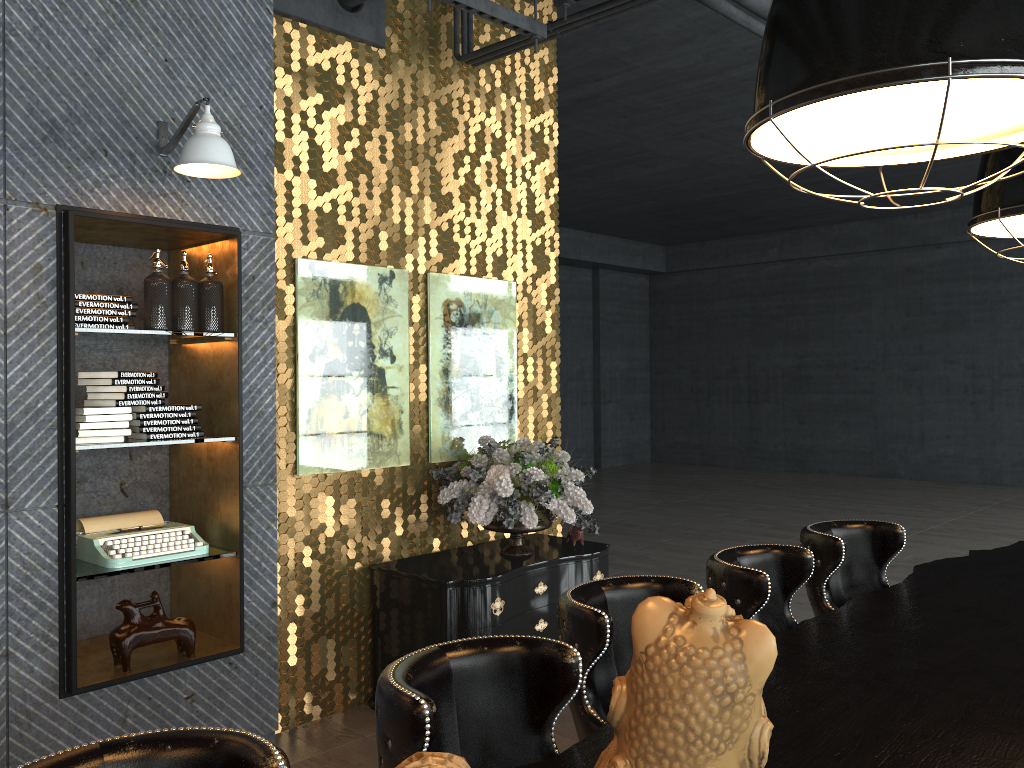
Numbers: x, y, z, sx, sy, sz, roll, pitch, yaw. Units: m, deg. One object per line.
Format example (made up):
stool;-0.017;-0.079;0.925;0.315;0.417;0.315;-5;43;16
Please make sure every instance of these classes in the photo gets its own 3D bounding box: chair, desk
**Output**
chair;1.428;1.114;3.458;0.504;1.092;0.568;0;0;-38
chair;-0.532;1.140;1.281;0.504;1.092;0.568;0;0;-38
chair;0.939;1.121;2.930;0.568;1.092;0.504;-1;0;36
chair;0.006;1.133;1.820;0.568;1.092;0.504;-1;0;45
desk;0.199;1.228;1.049;1.433;0.927;7.594;0;0;43
chair;0.414;1.127;2.442;0.504;1.092;0.568;0;0;-45

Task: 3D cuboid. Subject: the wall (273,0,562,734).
wall;-0.526;-0.482;4.968;0.024;4.383;2.445;-1;0;43

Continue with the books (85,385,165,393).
books;-1.588;0.019;3.649;0.193;0.028;0.245;0;0;13

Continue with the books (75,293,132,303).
books;-1.686;-0.340;3.560;0.245;0.028;0.193;-1;0;-44

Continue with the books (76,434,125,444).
books;-1.672;0.218;3.548;0.193;0.028;0.245;-1;0;-32

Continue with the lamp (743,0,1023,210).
lamp;0.761;-1.507;1.728;0.621;2.303;0.621;-1;0;-2

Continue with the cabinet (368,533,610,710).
cabinet;-0.054;1.311;4.885;0.710;0.738;1.385;-1;0;43

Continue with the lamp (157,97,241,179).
lamp;-1.219;-0.950;3.472;0.243;0.287;0.489;0;0;-31

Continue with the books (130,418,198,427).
books;-1.491;0.159;3.758;0.245;0.028;0.193;-1;0;-45

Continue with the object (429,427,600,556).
object;0.003;0.609;4.930;0.875;0.663;0.847;-1;0;-16

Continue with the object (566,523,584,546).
object;0.368;0.856;5.177;0.082;0.165;0.173;0;0;-22

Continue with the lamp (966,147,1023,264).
lamp;1.764;-1.520;2.789;0.621;2.303;0.621;-1;0;-2

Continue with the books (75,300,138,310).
books;-1.671;-0.312;3.575;0.193;0.028;0.245;0;0;43

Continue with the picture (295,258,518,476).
picture;-0.517;-0.091;4.933;0.022;1.073;1.574;-1;0;43

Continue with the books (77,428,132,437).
books;-1.622;0.189;3.528;0.193;0.028;0.245;-1;0;-26

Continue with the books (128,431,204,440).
books;-1.470;0.215;3.765;0.193;0.028;0.245;0;0;44

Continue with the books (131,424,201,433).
books;-1.471;0.187;3.765;0.245;0.028;0.193;-1;0;-34

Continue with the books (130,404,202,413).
books;-1.485;0.102;3.780;0.193;0.028;0.245;0;0;42

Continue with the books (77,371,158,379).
books;-1.610;-0.037;3.627;0.193;0.028;0.245;0;0;14

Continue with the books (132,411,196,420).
books;-1.499;0.130;3.765;0.245;0.028;0.193;-1;0;-41

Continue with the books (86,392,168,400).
books;-1.564;0.048;3.613;0.193;0.028;0.245;0;0;19

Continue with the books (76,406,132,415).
books;-1.660;0.105;3.523;0.245;0.028;0.193;0;0;41

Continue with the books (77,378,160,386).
books;-1.605;-0.009;3.623;0.193;0.028;0.245;0;0;23

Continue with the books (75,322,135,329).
books;-1.678;-0.227;3.567;0.245;0.028;0.193;-1;0;-42

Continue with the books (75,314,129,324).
books;-1.691;-0.255;3.539;0.245;0.028;0.193;-1;0;-43

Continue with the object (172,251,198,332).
object;-1.382;-0.388;3.744;0.109;0.349;0.109;-1;0;28

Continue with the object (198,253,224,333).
object;-1.302;-0.389;3.827;0.109;0.349;0.109;-1;0;13

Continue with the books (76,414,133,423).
books;-1.661;0.133;3.524;0.245;0.028;0.193;0;0;38

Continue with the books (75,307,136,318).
books;-1.670;-0.283;3.561;0.245;0.028;0.193;-1;0;-45

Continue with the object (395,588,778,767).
object;0.077;0.511;1.094;0.475;0.545;0.249;-1;0;6

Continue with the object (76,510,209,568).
object;-1.629;0.649;3.740;0.484;0.149;0.535;0;0;42

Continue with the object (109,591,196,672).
object;-1.460;0.998;3.628;0.341;0.303;0.164;0;0;-42

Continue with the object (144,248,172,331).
object;-1.462;-0.387;3.661;0.109;0.349;0.109;-1;0;-2

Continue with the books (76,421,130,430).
books;-1.667;0.161;3.530;0.193;0.028;0.245;-1;0;-45

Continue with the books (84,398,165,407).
books;-1.598;0.076;3.660;0.193;0.028;0.245;0;0;26
